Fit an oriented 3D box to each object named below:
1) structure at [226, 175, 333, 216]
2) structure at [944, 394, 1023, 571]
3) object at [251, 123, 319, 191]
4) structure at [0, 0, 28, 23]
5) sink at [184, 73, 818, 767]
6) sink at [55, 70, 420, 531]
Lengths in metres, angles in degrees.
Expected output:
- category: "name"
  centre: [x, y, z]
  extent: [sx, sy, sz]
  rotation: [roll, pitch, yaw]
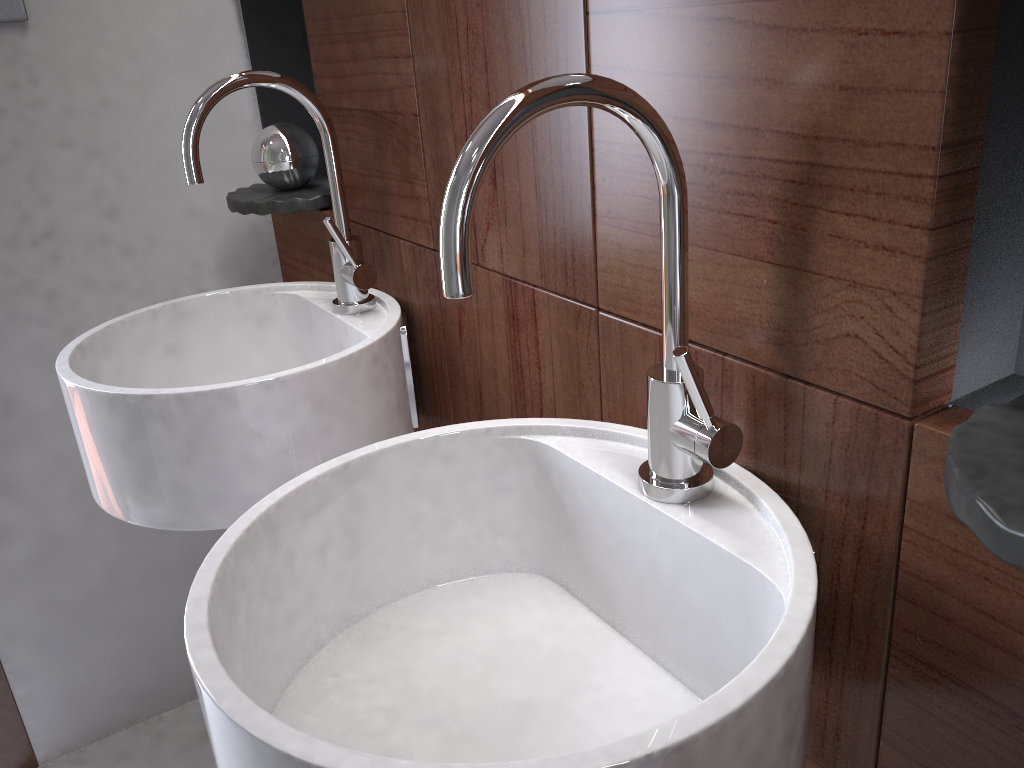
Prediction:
- category: "structure"
  centre: [-0.341, -0.304, 1.418]
  extent: [0.222, 0.023, 0.220]
  rotation: [3, 24, 18]
- category: "structure"
  centre: [0.328, 0.053, 0.420]
  extent: [0.222, 0.023, 0.220]
  rotation: [-23, 28, -37]
- category: "object"
  centre: [-0.021, -0.177, 0.889]
  extent: [0.104, 0.104, 1.350]
  rotation: [-17, 26, -28]
- category: "structure"
  centre: [-0.752, -0.588, 1.229]
  extent: [0.109, 0.164, 0.028]
  rotation: [-17, 26, -28]
- category: "sink"
  centre: [-0.004, 0.163, 0.631]
  extent: [0.417, 0.715, 0.415]
  rotation: [-17, 26, -28]
- category: "sink"
  centre: [-0.341, -0.017, 1.134]
  extent: [0.417, 0.715, 0.415]
  rotation: [-17, 26, -28]
